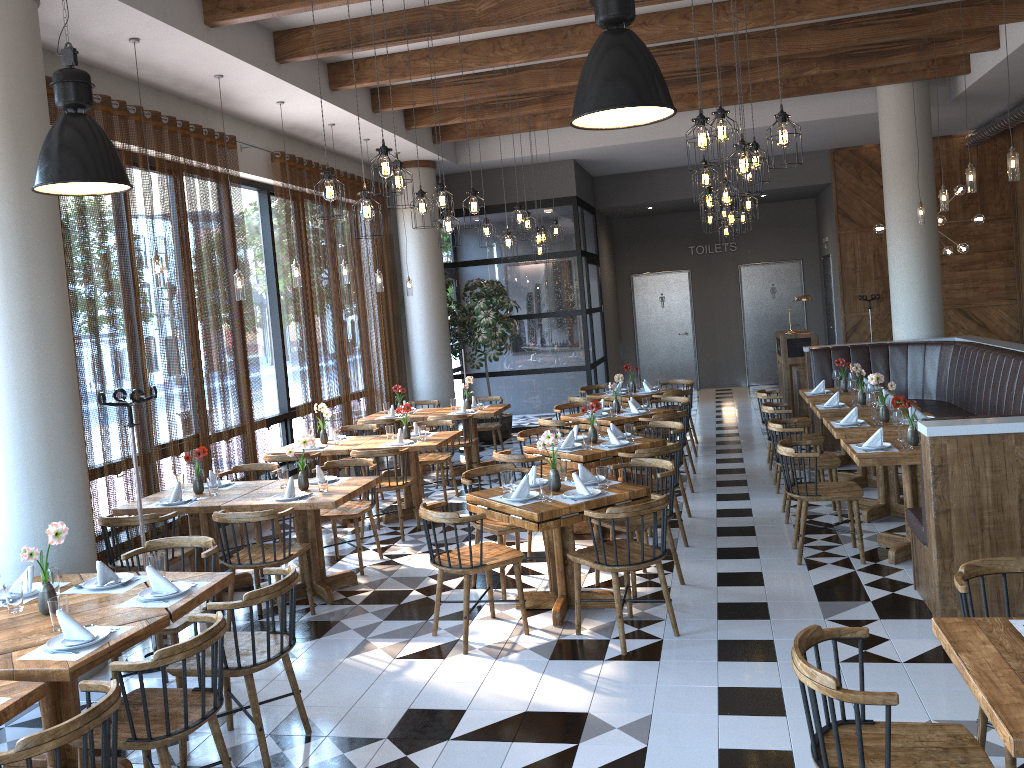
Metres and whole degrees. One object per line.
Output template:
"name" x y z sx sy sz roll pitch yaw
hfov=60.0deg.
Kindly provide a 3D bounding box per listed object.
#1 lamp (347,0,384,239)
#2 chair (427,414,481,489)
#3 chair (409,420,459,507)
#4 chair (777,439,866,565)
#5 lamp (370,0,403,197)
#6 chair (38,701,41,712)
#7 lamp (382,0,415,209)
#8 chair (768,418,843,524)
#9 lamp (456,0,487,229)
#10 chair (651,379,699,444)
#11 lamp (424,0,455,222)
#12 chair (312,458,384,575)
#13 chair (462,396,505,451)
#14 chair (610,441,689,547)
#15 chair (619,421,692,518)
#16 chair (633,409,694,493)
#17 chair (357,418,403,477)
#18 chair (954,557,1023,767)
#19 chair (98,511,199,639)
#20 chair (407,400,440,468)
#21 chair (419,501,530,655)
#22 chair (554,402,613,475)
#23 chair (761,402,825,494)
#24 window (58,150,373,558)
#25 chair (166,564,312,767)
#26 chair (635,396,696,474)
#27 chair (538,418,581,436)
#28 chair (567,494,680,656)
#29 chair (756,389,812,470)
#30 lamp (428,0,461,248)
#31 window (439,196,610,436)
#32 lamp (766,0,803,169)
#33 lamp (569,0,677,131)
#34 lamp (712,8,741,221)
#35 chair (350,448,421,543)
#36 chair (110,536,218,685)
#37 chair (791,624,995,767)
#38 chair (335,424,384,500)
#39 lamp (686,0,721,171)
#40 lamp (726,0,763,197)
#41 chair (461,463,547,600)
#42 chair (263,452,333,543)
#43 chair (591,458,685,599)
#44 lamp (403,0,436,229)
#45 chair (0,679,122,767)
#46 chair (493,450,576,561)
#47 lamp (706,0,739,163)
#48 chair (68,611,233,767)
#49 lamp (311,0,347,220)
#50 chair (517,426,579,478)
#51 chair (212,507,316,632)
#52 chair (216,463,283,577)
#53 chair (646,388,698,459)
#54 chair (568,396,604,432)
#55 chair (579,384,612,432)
"lamp" -0.984 -1.950 5.524 0.175 2.067 0.175 -5 3 -1
"chair" -0.646 0.731 10.016 0.519 0.815 0.551 -4 3 13
"chair" -0.835 0.819 9.189 0.519 0.815 0.551 -4 3 13
"chair" 2.188 0.816 6.277 0.549 0.815 0.521 -4 3 13
"lamp" -0.842 -2.178 5.348 0.175 2.067 0.175 -5 3 -1
"chair" -2.709 1.395 4.429 0.549 0.815 0.521 -4 3 13
"lamp" -0.788 -2.144 5.553 0.175 2.067 0.175 -5 3 -12
"chair" 2.434 0.701 7.349 0.549 0.815 0.521 -4 3 13
"lamp" -0.371 -2.252 6.875 0.175 2.067 0.175 -5 3 -1
"chair" 2.079 0.377 11.413 0.551 0.815 0.519 -7 4 -32
"lamp" -0.640 -2.352 7.144 0.175 2.067 0.175 -3 3 32
"chair" -1.325 1.048 7.047 0.519 0.815 0.551 -4 3 13
"chair" -0.355 0.595 11.286 0.519 0.815 0.551 -4 3 13
"chair" 1.044 0.863 6.854 0.520 0.815 0.550 -7 4 -32
"chair" 1.248 0.768 7.741 0.551 0.815 0.519 -7 4 -32
"chair" 1.458 0.670 8.663 0.520 0.815 0.550 -7 4 -32
"chair" -1.465 0.784 10.208 0.519 0.815 0.551 -4 3 13
"chair" 1.932 1.105 3.211 0.519 0.815 0.551 -4 3 13
"chair" -2.435 1.237 5.968 0.519 0.815 0.551 -4 3 13
"chair" -1.174 0.648 11.478 0.519 0.815 0.551 -4 3 13
"chair" -0.242 1.107 5.310 0.551 0.815 0.519 -7 4 -32
"chair" 0.776 0.632 9.757 0.520 0.815 0.550 -7 4 -32
"chair" 2.679 0.587 8.421 0.549 0.815 0.521 -4 3 13
"window" -2.661 -0.169 4.540 4.495 3.158 15.159 -6 5 -10
"chair" -1.240 1.299 4.092 0.549 0.815 0.521 -4 3 13
"chair" 1.662 0.575 9.550 0.551 0.815 0.519 -7 4 -32
"chair" 0.573 0.727 8.871 0.551 0.815 0.519 -7 4 -32
"chair" 0.644 1.050 5.103 0.520 0.815 0.550 -7 4 -32
"chair" 2.925 0.472 9.493 0.549 0.815 0.521 -4 3 13
"lamp" -0.576 -2.107 6.927 0.175 2.067 0.175 -3 3 32
"window" 0.084 -1.095 14.733 2.725 3.542 2.192 -4 3 13
"lamp" 1.417 -2.225 4.826 0.175 2.067 0.175 -5 3 -2
"lamp" 0.325 -1.892 3.189 0.390 1.861 0.391 -5 3 1
"lamp" 1.516 -2.250 6.523 0.175 2.067 0.175 -6 3 -16
"chair" -1.126 0.955 7.919 0.519 0.815 0.551 -4 3 13
"chair" -1.849 1.292 4.768 0.519 0.815 0.551 -4 3 13
"chair" 1.172 1.213 2.721 0.549 0.815 0.521 -4 3 13
"chair" -1.654 0.872 9.380 0.519 0.815 0.551 -4 3 13
"lamp" 0.998 -2.243 4.949 0.175 2.067 0.175 -4 3 20
"lamp" 1.211 -2.080 4.874 0.175 2.067 0.175 -3 3 31
"chair" -0.038 1.013 6.197 0.520 0.815 0.550 -7 4 -32
"chair" -1.945 1.008 8.110 0.519 0.815 0.551 -4 3 13
"chair" 0.847 0.955 5.990 0.551 0.815 0.519 -7 4 -32
"lamp" -0.787 -2.271 7.005 0.175 2.067 0.175 -4 3 21
"chair" -1.525 1.432 2.846 0.549 0.815 0.521 -4 3 13
"chair" 0.159 0.920 7.061 0.551 0.815 0.519 -7 4 -32
"lamp" 1.142 -2.325 5.090 0.175 2.067 0.175 -3 3 31
"chair" -1.380 1.364 3.479 0.549 0.815 0.521 -4 3 13
"lamp" -1.201 -2.055 5.439 0.175 2.067 0.175 -7 3 -34
"chair" 0.362 0.826 7.948 0.520 0.815 0.550 -7 4 -32
"chair" -1.616 1.184 5.777 0.519 0.815 0.551 -4 3 13
"chair" -2.144 1.101 7.238 0.519 0.815 0.551 -4 3 13
"chair" 1.879 0.473 10.503 0.520 0.815 0.550 -7 4 -32
"chair" 0.994 0.530 10.710 0.551 0.815 0.519 -7 4 -32
"chair" 1.197 0.436 11.597 0.520 0.815 0.550 -7 4 -32
